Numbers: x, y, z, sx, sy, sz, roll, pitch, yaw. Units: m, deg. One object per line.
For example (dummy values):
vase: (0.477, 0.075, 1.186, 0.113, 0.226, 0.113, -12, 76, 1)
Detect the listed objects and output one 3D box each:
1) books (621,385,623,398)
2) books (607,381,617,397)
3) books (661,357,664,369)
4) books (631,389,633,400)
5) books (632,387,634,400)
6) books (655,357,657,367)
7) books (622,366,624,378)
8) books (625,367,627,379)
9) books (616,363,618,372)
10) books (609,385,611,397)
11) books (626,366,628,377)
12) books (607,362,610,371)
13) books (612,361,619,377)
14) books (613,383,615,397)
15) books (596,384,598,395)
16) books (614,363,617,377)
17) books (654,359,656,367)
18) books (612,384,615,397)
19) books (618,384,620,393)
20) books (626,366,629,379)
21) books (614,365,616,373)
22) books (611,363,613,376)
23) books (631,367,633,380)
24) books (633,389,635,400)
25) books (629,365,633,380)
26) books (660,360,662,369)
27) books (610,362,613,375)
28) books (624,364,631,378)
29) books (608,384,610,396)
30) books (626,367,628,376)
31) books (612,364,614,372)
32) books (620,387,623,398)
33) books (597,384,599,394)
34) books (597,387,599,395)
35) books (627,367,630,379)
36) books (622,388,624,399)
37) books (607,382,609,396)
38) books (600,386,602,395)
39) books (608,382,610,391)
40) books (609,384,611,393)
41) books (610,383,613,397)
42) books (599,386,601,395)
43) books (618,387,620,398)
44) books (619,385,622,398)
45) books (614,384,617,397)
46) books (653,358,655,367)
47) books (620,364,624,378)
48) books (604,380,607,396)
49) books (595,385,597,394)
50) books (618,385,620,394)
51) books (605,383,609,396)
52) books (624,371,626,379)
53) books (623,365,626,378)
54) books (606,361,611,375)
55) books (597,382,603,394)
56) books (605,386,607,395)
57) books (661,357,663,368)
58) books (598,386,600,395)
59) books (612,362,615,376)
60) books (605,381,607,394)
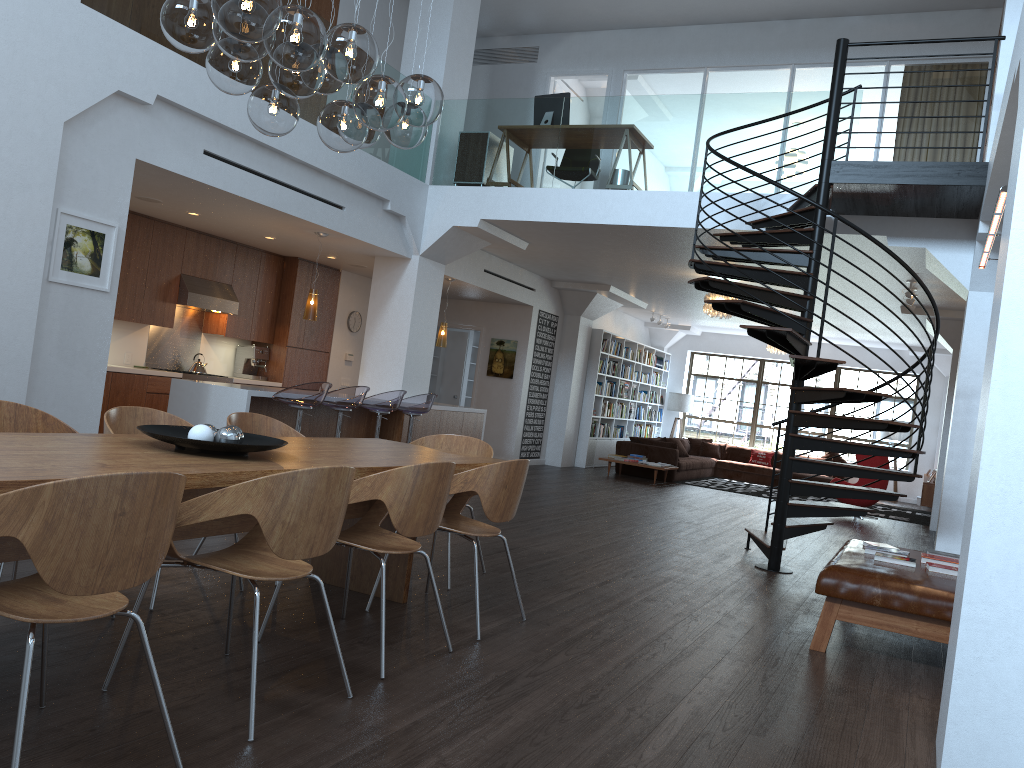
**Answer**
books: (1.997, 0.136, 16.751, 0.183, 0.253, 0.042, 7, 0, 25)
books: (1.842, 0.094, 16.400, 0.176, 0.294, 0.102, 7, 0, 25)
books: (3.136, -0.451, 18.976, 0.183, 0.253, 0.042, 7, 0, 25)
books: (2.269, 0.193, 17.315, 0.161, 0.223, 0.030, 7, 0, 25)
books: (2.289, 0.181, 17.351, 0.174, 0.251, 0.051, 7, 0, 25)
books: (2.930, -0.467, 18.508, 0.161, 0.223, 0.032, 7, 0, 25)
books: (2.008, -0.238, 16.643, 0.174, 0.239, 0.045, 7, 0, 25)
books: (2.091, -0.217, 16.827, 0.161, 0.223, 0.026, 7, 0, 25)
books: (1.851, -0.266, 16.347, 0.160, 0.251, 0.031, 7, 0, 25)
books: (1.704, 0.104, 16.124, 0.167, 0.230, 0.037, 7, 0, 25)
books: (2.110, -0.228, 16.878, 0.159, 0.250, 0.026, 7, 0, 25)
books: (1.635, -0.290, 15.880, 0.174, 0.236, 0.142, 7, 0, 26)
books: (1.863, -0.281, 16.387, 0.198, 0.284, 0.049, 7, 0, 25)
books: (1.798, 0.107, 16.313, 0.182, 0.253, 0.034, 7, 0, 25)
books: (1.429, 0.089, 15.496, 0.128, 0.178, 0.022, 7, 0, 25)
books: (1.828, -0.264, 16.276, 0.174, 0.240, 0.054, 7, 0, 25)
books: (2.909, -0.470, 18.483, 0.161, 0.223, 0.033, 7, 0, 25)
books: (1.786, 0.111, 16.274, 0.174, 0.239, 0.045, 7, 0, 25)
books: (1.896, 0.105, 16.550, 0.198, 0.284, 0.049, 7, 0, 25)
books: (2.129, -0.223, 16.915, 0.170, 0.245, 0.057, 7, 0, 25)
books: (1.804, -0.259, 16.238, 0.161, 0.223, 0.033, 7, 0, 25)
books: (1.744, -0.280, 16.111, 0.171, 0.246, 0.039, 7, 0, 25)
books: (2.247, -0.207, 17.148, 0.159, 0.250, 0.026, 7, 0, 25)
books: (2.321, 0.201, 17.413, 0.161, 0.223, 0.030, 7, 0, 25)
books: (2.205, -0.230, 17.088, 0.197, 0.283, 0.065, 7, 0, 25)
books: (3.099, -0.457, 18.897, 0.183, 0.253, 0.042, 7, 0, 25)
books: (1.725, -0.285, 16.076, 0.160, 0.251, 0.039, 7, 0, 25)
books: (2.184, -0.237, 17.031, 0.176, 0.290, 0.053, 7, 0, 25)
books: (1.688, 0.105, 16.066, 0.161, 0.223, 0.027, 7, 0, 25)
books: (2.104, -0.215, 16.850, 0.161, 0.223, 0.027, 7, 0, 25)
books: (1.756, -0.266, 16.144, 0.161, 0.223, 0.033, 7, 0, 25)
books: (1.993, 0.150, 16.712, 0.161, 0.223, 0.032, 7, 0, 25)
books: (1.442, 0.088, 15.543, 0.134, 0.184, 0.030, 7, 0, 25)
books: (1.454, 0.093, 15.565, 0.128, 0.178, 0.022, 7, 0, 25)
books: (2.153, -0.216, 16.959, 0.174, 0.239, 0.045, 7, 0, 25)
books: (2.055, 0.169, 16.856, 0.161, 0.207, 0.135, 7, 0, 25)
books: (1.655, 0.089, 16.008, 0.170, 0.245, 0.057, 7, 0, 25)
books: (1.523, 0.109, 15.671, 0.107, 0.167, 0.017, 7, 0, 25)
books: (1.672, 0.089, 16.046, 0.159, 0.250, 0.026, 7, 0, 25)
books: (1.698, 0.107, 16.091, 0.161, 0.223, 0.026, 7, 0, 25)
books: (1.743, 0.098, 16.184, 0.182, 0.253, 0.034, 7, 0, 25)
books: (1.496, 0.105, 15.628, 0.120, 0.167, 0.020, 7, 0, 25)
books: (1.938, 0.142, 16.606, 0.161, 0.223, 0.032, 7, 0, 25)
books: (1.958, 0.137, 16.645, 0.174, 0.240, 0.054, 7, 0, 25)
books: (1.822, 0.110, 16.339, 0.182, 0.253, 0.034, 7, 0, 25)
books: (2.856, -0.509, 18.394, 0.198, 0.284, 0.049, 7, 0, 25)
books: (1.981, -0.249, 16.574, 0.182, 0.253, 0.034, 7, 0, 25)
books: (1.572, 0.057, 15.840, 0.197, 0.283, 0.065, 7, 0, 25)
books: (1.403, 0.076, 15.449, 0.136, 0.196, 0.045, 7, 0, 25)
books: (1.918, 0.126, 16.583, 0.160, 0.251, 0.031, 7, 0, 25)
books: (1.636, 0.089, 15.960, 0.174, 0.239, 0.045, 7, 0, 25)
books: (2.070, -0.224, 16.801, 0.167, 0.230, 0.037, 7, 0, 25)
books: (2.050, -0.238, 16.734, 0.182, 0.253, 0.034, 7, 0, 25)
books: (1.675, -0.294, 15.961, 0.183, 0.253, 0.042, 7, 0, 25)
books: (1.527, 0.077, 15.710, 0.140, 0.231, 0.042, 7, 0, 25)
books: (1.615, 0.094, 15.930, 0.161, 0.223, 0.027, 7, 0, 25)
books: (3.115, -0.455, 18.938, 0.183, 0.253, 0.042, 7, 0, 25)
books: (1.481, 0.110, 15.593, 0.110, 0.153, 0.019, 7, 0, 25)
books: (1.772, -0.279, 16.179, 0.183, 0.253, 0.042, 7, 0, 25)
books: (1.602, 0.058, 15.893, 0.176, 0.290, 0.053, 7, 0, 25)
